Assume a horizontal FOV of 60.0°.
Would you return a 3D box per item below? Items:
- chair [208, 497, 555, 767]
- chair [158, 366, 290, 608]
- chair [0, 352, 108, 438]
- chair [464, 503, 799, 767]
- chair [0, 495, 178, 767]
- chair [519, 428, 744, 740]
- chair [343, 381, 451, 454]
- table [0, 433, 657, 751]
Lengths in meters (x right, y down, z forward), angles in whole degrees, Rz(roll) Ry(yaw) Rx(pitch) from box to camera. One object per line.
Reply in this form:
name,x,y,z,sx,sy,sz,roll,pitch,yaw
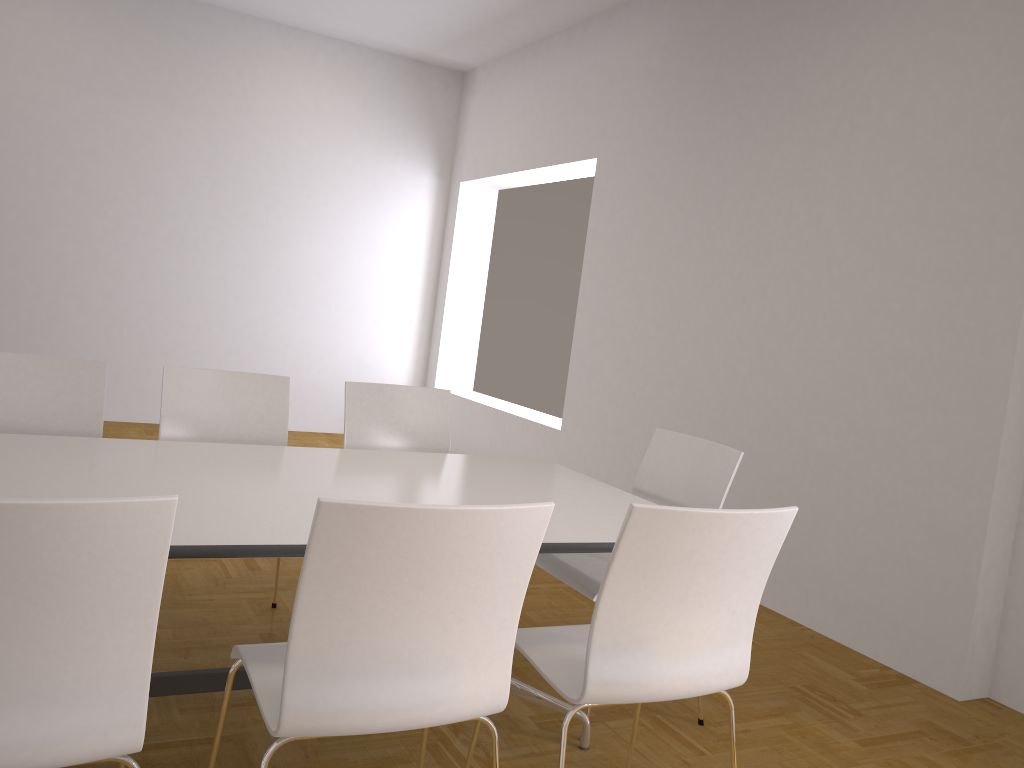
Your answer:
chair,-0.295,0.644,1.871,0.560,0.930,0.576,6,4,-28
chair,-1.040,0.443,3.228,0.560,0.930,0.576,6,4,-28
chair,-1.620,0.391,2.916,0.560,0.930,0.576,6,4,-28
chair,0.284,0.695,2.183,0.560,0.930,0.576,6,4,-28
chair,-0.910,0.589,1.539,0.560,0.930,0.576,6,4,-28
chair,0.397,0.640,3.104,0.575,0.930,0.562,6,4,-28
chair,-0.425,0.498,3.559,0.560,0.930,0.576,6,4,-28
table,-0.695,0.641,2.548,2.409,0.721,1.213,5,5,-28
